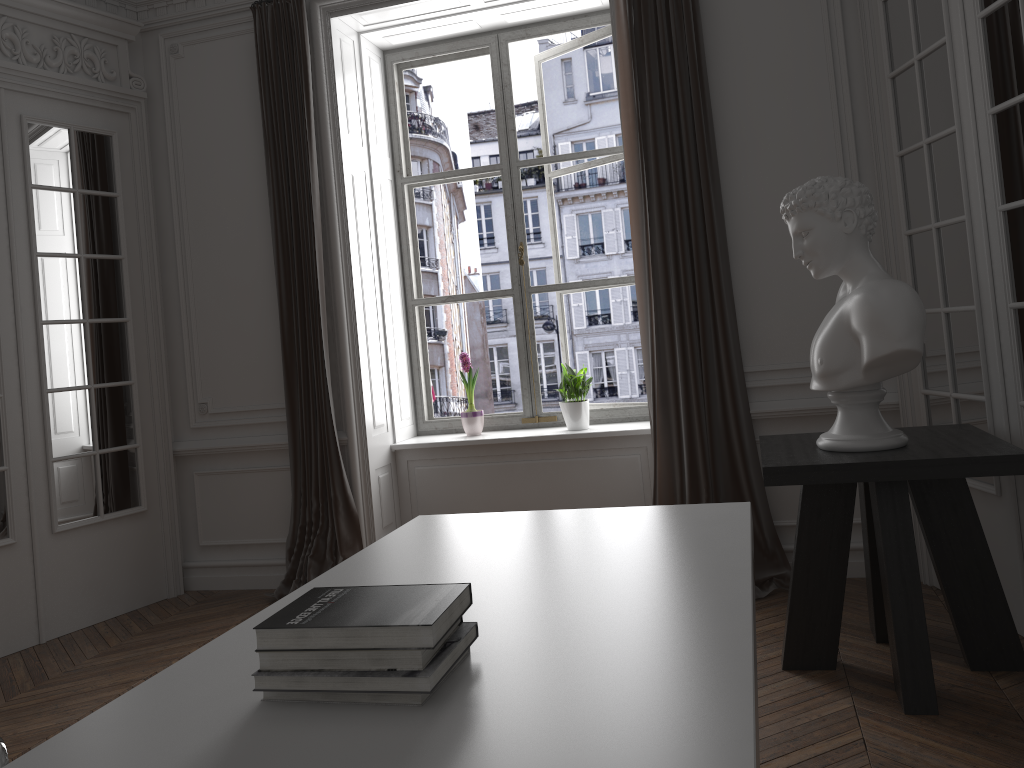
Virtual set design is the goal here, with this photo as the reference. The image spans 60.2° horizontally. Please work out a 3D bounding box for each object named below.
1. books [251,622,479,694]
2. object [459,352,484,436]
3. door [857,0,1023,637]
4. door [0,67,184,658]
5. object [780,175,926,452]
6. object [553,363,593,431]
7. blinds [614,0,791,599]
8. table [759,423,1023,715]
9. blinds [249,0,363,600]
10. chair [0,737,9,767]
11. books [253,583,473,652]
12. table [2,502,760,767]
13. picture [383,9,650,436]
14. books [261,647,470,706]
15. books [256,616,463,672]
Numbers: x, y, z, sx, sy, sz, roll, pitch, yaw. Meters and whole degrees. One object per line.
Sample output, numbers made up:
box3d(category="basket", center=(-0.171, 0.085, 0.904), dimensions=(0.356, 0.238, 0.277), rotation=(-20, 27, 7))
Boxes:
box3d(category="books", center=(-0.202, 0.389, 1.271), dimensions=(0.258, 0.023, 0.212), rotation=(-5, 3, 15))
box3d(category="object", center=(-0.237, 0.054, 5.020), dimensions=(0.129, 0.477, 0.129), rotation=(-5, -2, -25))
box3d(category="door", center=(1.700, -0.459, 3.121), dimensions=(0.086, 2.742, 1.562), rotation=(-5, -1, 0))
box3d(category="door", center=(-2.338, -0.139, 4.190), dimensions=(0.085, 2.742, 1.568), rotation=(-6, -1, 31))
box3d(category="object", center=(1.142, -0.251, 2.974), dimensions=(0.392, 0.926, 0.634), rotation=(-6, 0, 15))
box3d(category="object", center=(0.348, 0.062, 4.825), dimensions=(0.215, 0.370, 0.284), rotation=(-5, 0, -7))
box3d(category="blinds", center=(0.727, -0.618, 4.006), dimensions=(0.777, 3.109, 0.342), rotation=(-6, -2, 9))
box3d(category="table", center=(1.272, 0.575, 2.988), dimensions=(0.766, 0.751, 0.769), rotation=(-5, 1, 15))
box3d(category="blinds", center=(-1.125, -0.473, 4.534), dimensions=(0.579, 3.110, 0.310), rotation=(-6, -2, 20))
box3d(category="chair", center=(-0.902, 0.792, 1.005), dimensions=(0.665, 0.926, 0.696), rotation=(-5, 0, 41))
box3d(category="books", center=(-0.207, 0.334, 1.274), dimensions=(0.258, 0.032, 0.191), rotation=(-5, 3, 13))
box3d(category="table", center=(-0.130, 0.802, 1.079), dimensions=(0.898, 0.750, 2.627), rotation=(-5, 3, 15))
box3d(category="picture", center=(-0.860, -0.971, 1.511), dimensions=(13.188, 4.814, 13.249), rotation=(-5, 2, 7))
box3d(category="books", center=(-0.206, 0.412, 1.281), dimensions=(0.241, 0.023, 0.191), rotation=(-4, 3, 17))
box3d(category="books", center=(-0.213, 0.364, 1.277), dimensions=(0.239, 0.028, 0.191), rotation=(-5, 3, 13))
